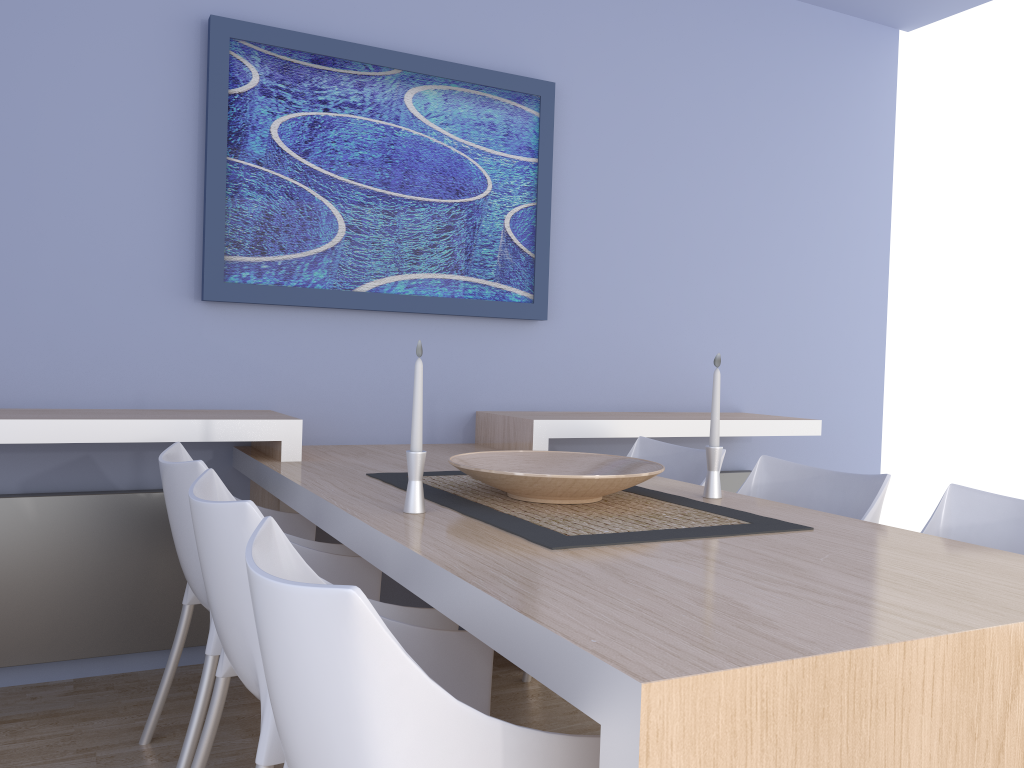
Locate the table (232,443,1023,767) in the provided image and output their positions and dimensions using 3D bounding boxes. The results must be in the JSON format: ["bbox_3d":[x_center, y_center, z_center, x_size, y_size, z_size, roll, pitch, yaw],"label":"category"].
[{"bbox_3d":[0.034,0.617,2.138,1.002,0.718,2.340,1,1,-27],"label":"table"}]

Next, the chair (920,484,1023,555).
[{"bbox_3d":[0.903,0.619,1.695,0.486,0.793,0.510,1,1,-27],"label":"chair"}]

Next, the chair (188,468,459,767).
[{"bbox_3d":[-0.379,0.577,1.690,0.486,0.793,0.510,1,1,-27],"label":"chair"}]

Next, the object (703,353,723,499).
[{"bbox_3d":[0.487,0.098,2.127,0.045,0.349,0.045,1,1,-27],"label":"object"}]

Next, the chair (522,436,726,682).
[{"bbox_3d":[0.370,0.577,2.750,0.486,0.793,0.510,1,1,-27],"label":"chair"}]

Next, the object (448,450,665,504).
[{"bbox_3d":[0.099,0.218,2.038,0.493,0.081,0.493,2,1,-8],"label":"object"}]

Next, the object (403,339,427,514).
[{"bbox_3d":[-0.191,0.084,1.785,0.045,0.349,0.045,2,1,15],"label":"object"}]

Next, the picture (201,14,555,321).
[{"bbox_3d":[-0.419,-0.706,3.114,1.252,0.901,0.049,1,1,-27],"label":"picture"}]

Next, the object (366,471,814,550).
[{"bbox_3d":[0.102,0.261,2.039,0.594,0.005,0.986,1,1,-27],"label":"object"}]

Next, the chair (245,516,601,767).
[{"bbox_3d":[-0.120,0.598,1.177,0.486,0.793,0.510,1,1,-27],"label":"chair"}]

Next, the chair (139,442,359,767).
[{"bbox_3d":[-0.638,0.557,2.202,0.486,0.793,0.510,1,1,-27],"label":"chair"}]

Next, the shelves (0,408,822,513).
[{"bbox_3d":[-0.630,0.518,2.854,3.901,0.840,0.463,1,1,-27],"label":"shelves"}]

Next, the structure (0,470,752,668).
[{"bbox_3d":[-0.654,0.598,3.047,3.843,0.503,0.064,1,1,-27],"label":"structure"}]

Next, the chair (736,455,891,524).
[{"bbox_3d":[0.635,0.598,2.226,0.486,0.793,0.510,1,1,-26],"label":"chair"}]
